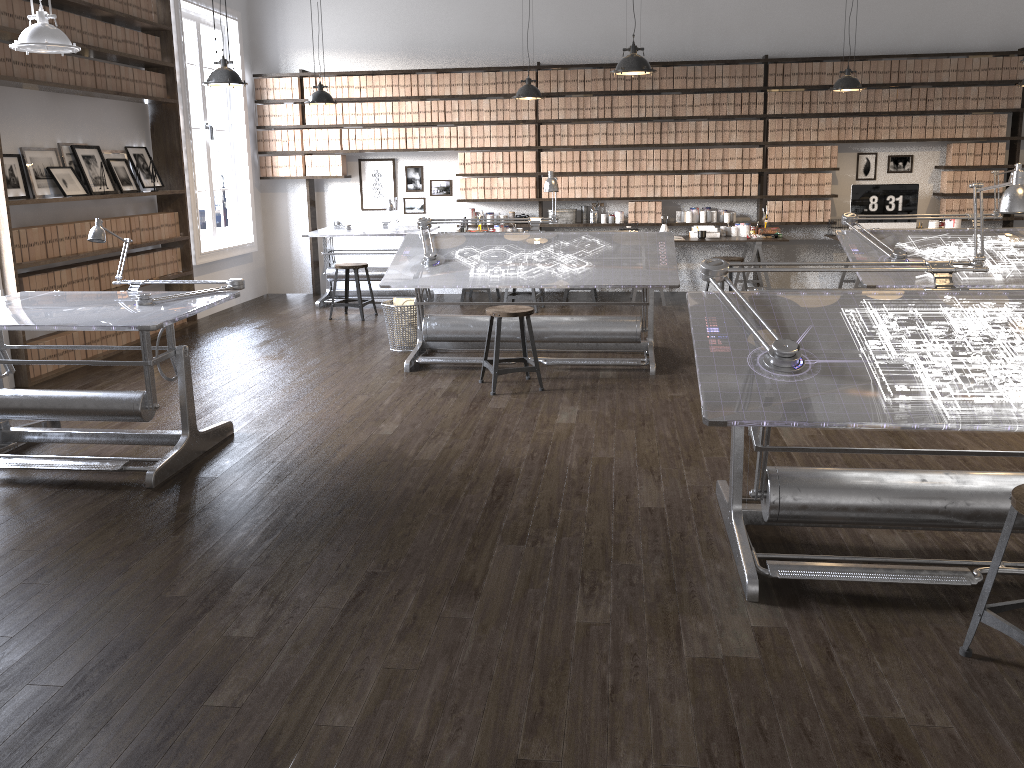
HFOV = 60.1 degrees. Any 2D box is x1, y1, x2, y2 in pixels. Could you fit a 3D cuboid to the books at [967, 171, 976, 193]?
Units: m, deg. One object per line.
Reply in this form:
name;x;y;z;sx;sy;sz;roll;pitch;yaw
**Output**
books;4.650;-2.057;9.024;0.067;0.223;0.176;0;12;7

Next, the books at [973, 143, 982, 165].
books;4.686;-2.324;8.970;0.067;0.223;0.176;0;12;7

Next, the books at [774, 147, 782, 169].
books;2.756;-2.349;9.203;0.067;0.223;0.176;0;12;7

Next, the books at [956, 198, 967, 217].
books;4.595;-1.789;9.086;0.067;0.223;0.176;0;12;7

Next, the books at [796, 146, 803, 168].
books;2.960;-2.346;9.178;0.067;0.223;0.176;0;12;7

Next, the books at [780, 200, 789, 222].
books;2.857;-1.810;9.293;0.067;0.223;0.176;0;12;7

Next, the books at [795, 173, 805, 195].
books;2.997;-2.079;9.228;0.067;0.223;0.176;0;12;7

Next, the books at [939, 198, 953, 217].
books;4.462;-1.791;9.104;0.067;0.223;0.176;0;12;7

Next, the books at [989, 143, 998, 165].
books;4.834;-2.322;8.952;0.067;0.223;0.176;0;12;7

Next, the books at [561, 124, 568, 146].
books;0.563;-2.640;9.414;0.067;0.223;0.176;0;12;7

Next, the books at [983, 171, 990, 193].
books;4.787;-2.054;9.004;0.067;0.223;0.176;0;12;7

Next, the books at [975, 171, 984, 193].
books;4.721;-2.055;9.012;0.067;0.223;0.176;0;12;7

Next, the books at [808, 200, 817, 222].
books;3.134;-1.808;9.266;0.067;0.223;0.176;0;12;7

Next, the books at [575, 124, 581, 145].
books;0.704;-2.639;9.401;0.067;0.223;0.176;0;12;7

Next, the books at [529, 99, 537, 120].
books;0.224;-2.911;9.402;0.067;0.223;0.176;0;12;7

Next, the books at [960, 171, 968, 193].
books;4.581;-2.059;9.037;0.067;0.223;0.176;0;12;7

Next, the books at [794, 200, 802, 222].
books;2.986;-1.810;9.284;0.067;0.223;0.176;0;12;7

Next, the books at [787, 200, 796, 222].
books;2.921;-1.811;9.289;0.067;0.223;0.176;0;12;7

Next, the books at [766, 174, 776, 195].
books;2.708;-2.083;9.264;0.067;0.223;0.176;0;12;7

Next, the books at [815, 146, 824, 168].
books;3.164;-2.344;9.155;0.067;0.223;0.176;0;12;7

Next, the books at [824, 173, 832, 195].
books;3.263;-2.075;9.193;0.067;0.223;0.176;0;12;7

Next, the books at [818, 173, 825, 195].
books;3.201;-2.076;9.202;0.067;0.223;0.176;0;12;7

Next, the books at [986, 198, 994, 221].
books;4.863;-1.786;9.056;0.067;0.223;0.176;0;12;7

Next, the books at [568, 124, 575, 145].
books;0.634;-2.640;9.410;0.067;0.223;0.176;0;12;7

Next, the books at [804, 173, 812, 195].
books;3.068;-2.078;9.220;0.067;0.223;0.176;0;12;7

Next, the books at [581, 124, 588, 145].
books;0.770;-2.637;9.387;0.067;0.223;0.176;0;12;7

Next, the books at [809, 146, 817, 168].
books;3.093;-2.345;9.163;0.067;0.223;0.176;0;12;7

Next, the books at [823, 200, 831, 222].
books;3.275;-1.806;9.248;0.067;0.223;0.176;0;12;7

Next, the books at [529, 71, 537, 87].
books;0.227;-3.180;9.346;0.067;0.223;0.176;0;12;7

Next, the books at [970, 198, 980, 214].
books;4.723;-1.786;9.067;0.067;0.223;0.176;0;12;7

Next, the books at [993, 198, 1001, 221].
books;4.927;-1.783;9.041;0.067;0.223;0.176;0;12;7

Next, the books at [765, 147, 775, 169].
books;2.687;-2.350;9.214;0.067;0.223;0.176;0;12;7

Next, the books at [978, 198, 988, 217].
books;4.793;-1.786;9.063;0.067;0.223;0.176;0;12;7

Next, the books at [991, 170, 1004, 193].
books;4.920;-2.054;8.993;0.067;0.223;0.176;0;12;7

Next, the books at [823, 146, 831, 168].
books;3.234;-2.342;9.142;0.067;0.223;0.176;0;12;7

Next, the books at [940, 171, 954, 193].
books;4.441;-2.059;9.048;0.067;0.223;0.176;0;12;7

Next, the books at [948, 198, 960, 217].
books;4.529;-1.788;9.090;0.067;0.223;0.176;0;12;7

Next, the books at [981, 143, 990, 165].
books;4.760;-2.322;8.955;0.067;0.223;0.176;0;12;7

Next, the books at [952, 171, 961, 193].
books;4.512;-2.059;9.043;0.067;0.223;0.176;0;12;7

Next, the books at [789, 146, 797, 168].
books;2.897;-2.347;9.184;0.067;0.223;0.176;0;12;7

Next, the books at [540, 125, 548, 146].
books;0.345;-2.644;9.445;0.067;0.223;0.176;0;12;7

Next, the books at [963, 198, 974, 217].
books;4.658;-1.788;9.077;0.067;0.223;0.176;0;12;7

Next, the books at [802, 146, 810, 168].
books;3.026;-2.344;9.166;0.067;0.223;0.176;0;12;7

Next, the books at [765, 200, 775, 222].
books;2.714;-1.813;9.314;0.067;0.223;0.176;0;12;7

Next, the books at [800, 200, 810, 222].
books;3.059;-1.808;9.270;0.067;0.223;0.176;0;12;7

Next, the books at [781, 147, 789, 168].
books;2.825;-2.347;9.191;0.067;0.223;0.176;0;12;7

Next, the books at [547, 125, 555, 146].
books;0.418;-2.642;9.431;0.067;0.223;0.176;0;12;7

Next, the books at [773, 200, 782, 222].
books;2.786;-1.811;9.302;0.067;0.223;0.176;0;12;7

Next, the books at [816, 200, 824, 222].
books;3.204;-1.806;9.253;0.067;0.223;0.176;0;12;7

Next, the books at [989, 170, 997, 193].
books;4.851;-2.055;9.001;0.067;0.223;0.176;0;12;7

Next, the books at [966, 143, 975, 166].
books;4.615;-2.324;8.974;0.067;0.223;0.176;0;12;7

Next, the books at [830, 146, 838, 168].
books;3.305;-2.342;9.138;0.067;0.223;0.176;0;12;7

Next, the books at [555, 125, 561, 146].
books;0.493;-2.642;9.427;0.067;0.223;0.176;0;12;7

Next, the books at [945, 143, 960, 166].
books;4.475;-2.327;8.995;0.067;0.223;0.176;0;12;7

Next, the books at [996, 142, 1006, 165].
books;4.909;-2.321;8.940;0.067;0.223;0.176;0;12;7

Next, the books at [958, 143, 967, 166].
books;4.545;-2.326;8.987;0.067;0.223;0.176;0;12;7
